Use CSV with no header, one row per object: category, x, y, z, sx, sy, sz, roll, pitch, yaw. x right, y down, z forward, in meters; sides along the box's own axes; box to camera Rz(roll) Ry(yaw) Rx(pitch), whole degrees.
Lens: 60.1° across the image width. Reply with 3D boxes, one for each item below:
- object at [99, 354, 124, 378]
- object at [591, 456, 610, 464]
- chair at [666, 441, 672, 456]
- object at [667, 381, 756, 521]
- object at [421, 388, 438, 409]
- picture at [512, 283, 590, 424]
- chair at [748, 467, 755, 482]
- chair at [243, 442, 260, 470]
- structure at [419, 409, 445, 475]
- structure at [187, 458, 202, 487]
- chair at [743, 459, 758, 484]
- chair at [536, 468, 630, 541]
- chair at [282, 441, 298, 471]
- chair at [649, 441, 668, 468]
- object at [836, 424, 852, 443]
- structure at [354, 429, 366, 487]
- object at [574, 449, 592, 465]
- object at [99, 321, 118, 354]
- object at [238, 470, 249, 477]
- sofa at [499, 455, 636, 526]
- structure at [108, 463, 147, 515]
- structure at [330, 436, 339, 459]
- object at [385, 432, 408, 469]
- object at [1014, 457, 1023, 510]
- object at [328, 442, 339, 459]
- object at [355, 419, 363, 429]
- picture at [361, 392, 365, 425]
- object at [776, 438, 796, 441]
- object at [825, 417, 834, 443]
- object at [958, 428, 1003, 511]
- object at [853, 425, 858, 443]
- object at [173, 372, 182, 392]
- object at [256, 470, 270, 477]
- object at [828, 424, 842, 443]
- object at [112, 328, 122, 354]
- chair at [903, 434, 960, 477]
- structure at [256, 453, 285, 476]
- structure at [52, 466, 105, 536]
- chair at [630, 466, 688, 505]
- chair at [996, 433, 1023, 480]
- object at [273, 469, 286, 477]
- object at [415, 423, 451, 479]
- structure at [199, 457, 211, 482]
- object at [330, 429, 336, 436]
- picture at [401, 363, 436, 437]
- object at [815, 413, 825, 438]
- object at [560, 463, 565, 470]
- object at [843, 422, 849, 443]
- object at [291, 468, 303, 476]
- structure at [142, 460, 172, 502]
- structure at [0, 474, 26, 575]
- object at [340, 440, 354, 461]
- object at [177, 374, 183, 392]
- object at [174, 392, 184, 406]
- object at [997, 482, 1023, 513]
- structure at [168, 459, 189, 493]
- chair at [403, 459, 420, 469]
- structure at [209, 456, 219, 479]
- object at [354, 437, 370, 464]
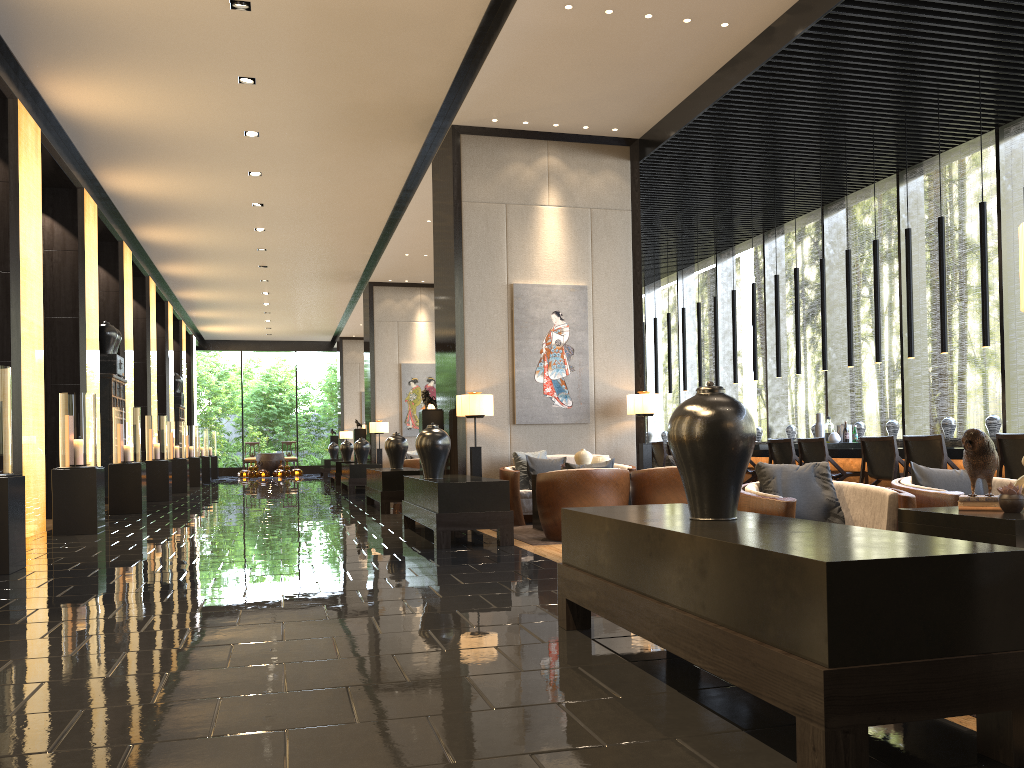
object,-5.950,-0.259,13.076,0.365,0.314,0.607,0,-3,-15
object,0.850,0.771,8.450,0.245,0.168,0.246,0,-3,-12
chair,2.383,1.179,11.982,0.563,0.826,0.526,-1,-2,-15
object,0.716,0.237,3.173,0.311,0.492,0.312,0,-2,-26
object,-0.919,0.166,9.813,0.176,0.246,0.116,-1,-1,-15
picture,0.427,-0.322,9.542,0.834,1.500,0.037,-1,-1,-15
chair,2.640,1.106,11.002,0.563,0.826,0.526,-1,-2,-15
chair,-8.184,2.366,27.902,0.520,1.075,0.537,-1,-1,-15
structure,-0.886,0.891,9.807,0.240,1.217,0.240,-1,-1,-15
structure,-7.312,2.014,20.205,0.402,0.657,0.403,-1,-2,-15
chair,2.787,1.064,10.446,0.563,0.826,0.526,-1,-2,-15
chair,0.624,1.002,7.415,0.803,0.603,0.607,0,-2,-15
chair,-7.093,2.366,28.189,0.520,1.075,0.537,-1,-1,-15
chair,2.237,1.221,12.538,0.563,0.826,0.526,-1,-2,-15
object,3.846,0.569,10.242,0.168,0.219,0.169,0,-2,-19
structure,-3.165,1.542,18.471,0.240,1.217,0.240,-1,-1,-15
object,0.673,0.730,8.346,0.171,0.235,0.171,-2,-2,20
object,-5.926,-0.675,12.925,0.312,0.492,0.311,-2,-2,42
object,-8.123,2.715,26.888,0.369,0.229,0.370,-1,-3,3
sofa,0.567,1.082,9.176,1.448,0.693,0.604,0,-2,-15
structure,-5.072,1.374,11.685,0.402,0.657,0.403,-1,-2,-15
structure,-5.449,2.194,27.159,0.240,1.217,0.240,-1,-1,-15
object,-1.526,0.877,11.697,0.311,0.492,0.312,0,-2,-33
object,1.931,0.336,3.238,0.174,0.257,0.174,-1,-2,5
object,-5.101,1.898,25.289,0.311,0.492,0.312,-1,-2,4
object,-3.204,0.830,18.485,0.161,0.217,0.102,0,-2,-27
picture,-4.139,0.982,26.902,0.834,1.500,0.037,-1,-1,-15
object,3.107,0.648,10.036,0.227,0.067,0.228,0,-4,-12
object,3.671,0.530,10.250,0.129,0.305,0.129,0,-1,-29
object,1.776,0.321,3.343,0.174,0.309,0.229,-2,-2,31
object,3.918,0.569,10.105,0.056,0.197,0.056,-1,-1,-13
object,-8.169,-0.035,21.453,0.311,0.492,0.312,0,-2,-41
object,-7.438,2.673,26.467,0.370,0.229,0.370,-2,-3,8
object,3.667,0.561,10.075,0.135,0.217,0.136,0,-2,-28
object,-6.011,-0.651,13.246,0.311,0.492,0.312,0,-2,-33
chair,3.595,0.833,7.374,0.563,0.826,0.526,-1,-2,-15
structure,-7.471,2.496,27.381,0.873,0.709,0.876,0,-3,-26
structure,-4.325,1.161,8.845,0.402,0.657,0.403,-1,-2,-15
chair,1.451,1.002,7.633,0.803,0.603,0.607,0,-2,-15
chair,3.852,0.760,6.394,0.563,0.826,0.526,-1,-2,-15
object,-6.993,2.673,26.589,0.369,0.229,0.370,0,-3,-12
object,-0.692,0.586,7.777,0.311,0.492,0.312,-1,-2,4
structure,-8.059,2.227,23.044,0.402,0.657,0.403,-1,-2,-15
object,-5.482,1.468,27.159,0.176,0.246,0.116,-1,-1,-10
picture,-1.847,0.327,18.189,0.834,1.500,0.037,-1,-1,-15
object,3.538,0.507,10.170,0.113,0.344,0.113,-1,-1,-19
object,0.506,0.798,8.393,0.091,0.112,0.091,-3,-2,38
object,3.817,0.552,10.119,0.067,0.237,0.067,-1,-1,-21
object,-6.628,2.713,27.263,0.370,0.229,0.370,2,-4,-42
structure,-5.818,1.587,14.525,0.402,0.657,0.403,-1,-2,-15
structure,-3.578,0.947,6.006,0.402,0.657,0.403,-1,-2,-15
object,-3.783,1.521,20.278,0.311,0.492,0.312,-1,-2,4
object,-8.254,-0.011,21.774,0.311,0.492,0.312,0,-2,-33
object,-8.193,0.382,21.604,0.365,0.314,0.607,0,-3,-15
object,1.811,0.410,3.208,0.091,0.112,0.091,-3,-2,38
structure,-6.565,1.800,17.365,0.402,0.657,0.403,-1,-2,-15
chair,-1.633,1.647,15.995,0.803,0.603,0.607,0,-2,-15
structure,-8.806,2.440,25.884,0.402,0.657,0.403,-1,-2,-15
object,-2.803,1.242,16.553,0.311,0.492,0.312,-1,-2,4
